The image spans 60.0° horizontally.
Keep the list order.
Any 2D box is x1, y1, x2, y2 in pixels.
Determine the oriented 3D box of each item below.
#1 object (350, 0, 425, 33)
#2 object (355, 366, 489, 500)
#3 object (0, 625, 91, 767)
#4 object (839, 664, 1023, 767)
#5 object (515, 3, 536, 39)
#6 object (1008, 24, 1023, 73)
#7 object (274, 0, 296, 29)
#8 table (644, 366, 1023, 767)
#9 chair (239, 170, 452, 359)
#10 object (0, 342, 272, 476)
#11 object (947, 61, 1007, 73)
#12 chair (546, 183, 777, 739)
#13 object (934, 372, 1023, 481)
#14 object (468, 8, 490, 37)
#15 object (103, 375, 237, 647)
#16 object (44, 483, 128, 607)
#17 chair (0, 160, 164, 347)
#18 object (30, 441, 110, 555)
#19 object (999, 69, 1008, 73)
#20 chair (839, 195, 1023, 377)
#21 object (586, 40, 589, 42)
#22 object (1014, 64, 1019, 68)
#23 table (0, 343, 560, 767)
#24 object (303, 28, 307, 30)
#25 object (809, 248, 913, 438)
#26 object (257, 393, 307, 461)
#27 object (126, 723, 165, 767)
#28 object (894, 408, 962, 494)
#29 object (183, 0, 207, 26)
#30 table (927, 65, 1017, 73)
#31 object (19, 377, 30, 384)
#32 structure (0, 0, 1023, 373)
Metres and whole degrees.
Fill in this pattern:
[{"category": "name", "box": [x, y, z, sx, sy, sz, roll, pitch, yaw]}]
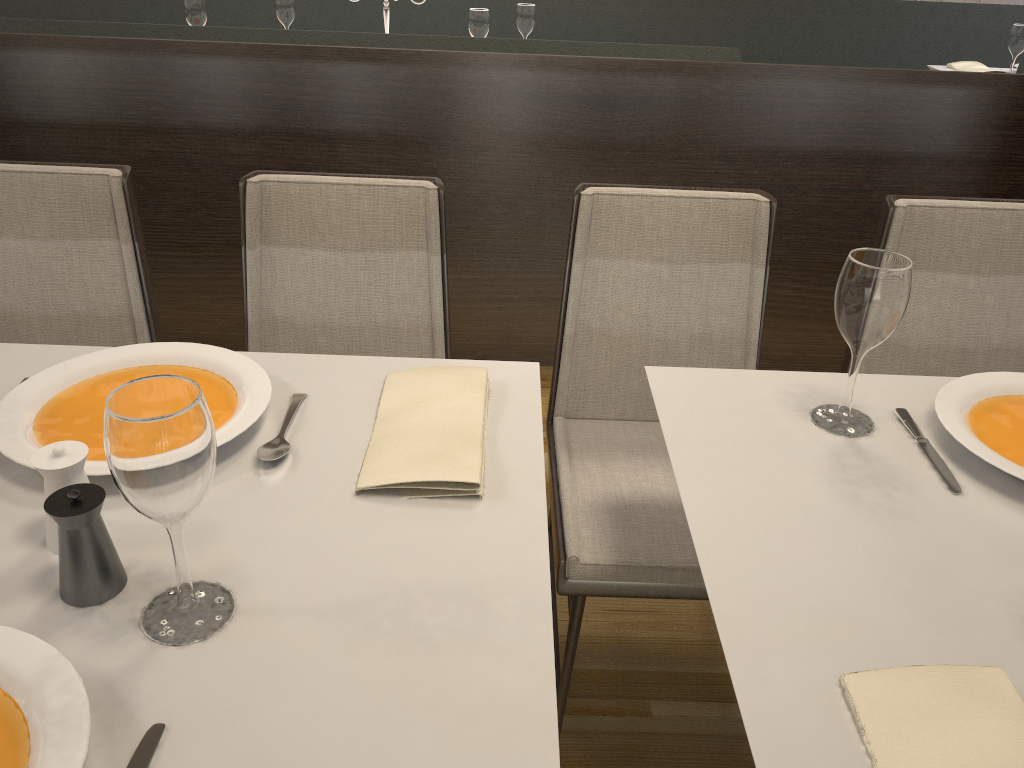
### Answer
[{"category": "object", "box": [-0.500, -1.617, 3.501, 0.390, 0.646, 0.134, 7, 27, 9]}, {"category": "object", "box": [-0.103, 0.054, 1.106, 0.142, 0.032, 0.277, 2, 28, -1]}, {"category": "object", "box": [-0.467, 0.294, 0.618, 0.322, 0.035, 0.327, -7, 30, -16]}, {"category": "object", "box": [0.355, 0.321, 0.648, 0.142, 0.032, 0.277, 2, 28, -1]}, {"category": "object", "box": [0.055, -1.468, 3.714, 0.087, 0.227, 0.087, 24, 34, 36]}, {"category": "object", "box": [2.126, -1.395, 3.742, 0.086, 0.227, 0.087, 8, 28, 10]}, {"category": "object", "box": [-0.942, -1.504, 3.700, 0.086, 0.227, 0.087, 8, 28, 10]}, {"category": "table", "box": [0.682, 0.550, 1.053, 1.010, 0.747, 0.952, 2, 28, -1]}, {"category": "chair", "box": [-0.320, 0.141, 1.580, 0.412, 0.891, 0.575, 2, 27, -1]}, {"category": "object", "box": [-0.463, 0.034, 1.099, 0.322, 0.035, 0.327, -7, 30, -16]}, {"category": "object", "box": [2.081, -1.412, 3.976, 0.142, 0.032, 0.277, 2, 28, -1]}, {"category": "chair", "box": [0.274, 0.162, 1.588, 0.412, 0.891, 0.575, 2, 27, -1]}, {"category": "object", "box": [0.700, 0.075, 1.115, 0.323, 0.035, 0.325, 20, 33, 30]}, {"category": "object", "box": [-0.131, -1.351, 3.482, 0.086, 0.227, 0.087, 2, 27, -1]}, {"category": "object", "box": [-0.294, 0.110, 0.767, 0.086, 0.227, 0.087, -21, 35, -37]}, {"category": "object", "box": [-0.396, 0.144, 0.820, 0.059, 0.107, 0.060, -2, 28, -8]}, {"category": "chair", "box": [-0.880, 0.122, 1.572, 0.412, 0.891, 0.575, 2, 27, -1]}, {"category": "object", "box": [-0.441, 0.109, 0.882, 0.059, 0.107, 0.060, -2, 28, -8]}, {"category": "object", "box": [2.223, -1.384, 3.955, 0.017, 0.010, 0.188, 2, 28, -1]}, {"category": "chair", "box": [0.839, 0.182, 1.596, 0.412, 0.891, 0.575, 2, 27, -1]}, {"category": "object", "box": [0.299, -1.323, 3.581, 0.069, 0.124, 0.069, 18, 31, 27]}, {"category": "object", "box": [2.415, -1.388, 3.956, 0.322, 0.035, 0.326, 12, 30, 17]}, {"category": "table", "box": [-0.481, 0.509, 1.037, 1.010, 0.747, 0.952, 2, 28, -1]}, {"category": "object", "box": [-0.833, -1.372, 3.582, 0.069, 0.124, 0.070, -1, 27, -6]}, {"category": "object", "box": [0.442, -0.052, 1.124, 0.087, 0.227, 0.087, 24, 34, 36]}, {"category": "object", "box": [-0.279, 0.050, 1.100, 0.038, 0.015, 0.184, 3, 28, 0]}, {"category": "object", "box": [-0.283, 0.312, 0.621, 0.017, 0.010, 0.188, 2, 28, -1]}, {"category": "object", "box": [0.523, 0.080, 1.113, 0.017, 0.010, 0.188, 2, 28, -1]}, {"category": "object", "box": [-1.230, -1.390, 3.467, 0.086, 0.227, 0.087, 8, 28, 10]}, {"category": "table", "box": [3.190, -0.847, 3.835, 2.538, 0.747, 1.119, 2, 28, -1]}, {"category": "object", "box": [-0.640, 0.039, 1.097, 0.017, 0.010, 0.188, 2, 28, -1]}, {"category": "structure", "box": [1.085, -1.037, 3.770, 10.745, 0.984, 2.412, 2, 28, -1]}]
